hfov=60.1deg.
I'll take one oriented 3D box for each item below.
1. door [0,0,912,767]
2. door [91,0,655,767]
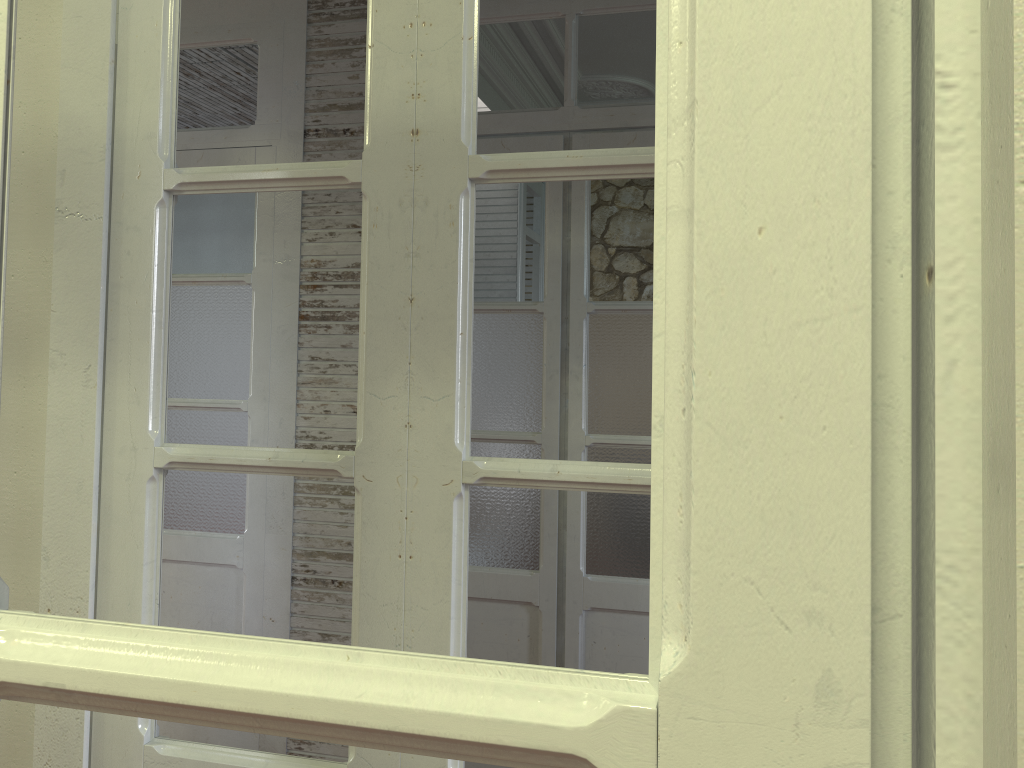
[{"bbox_3d":[-0.350,0.265,0.459,1.077,2.090,0.040,1,-2,14],"label":"door"},{"bbox_3d":[-0.149,0.257,1.288,1.077,2.090,0.040,1,-2,14],"label":"door"}]
